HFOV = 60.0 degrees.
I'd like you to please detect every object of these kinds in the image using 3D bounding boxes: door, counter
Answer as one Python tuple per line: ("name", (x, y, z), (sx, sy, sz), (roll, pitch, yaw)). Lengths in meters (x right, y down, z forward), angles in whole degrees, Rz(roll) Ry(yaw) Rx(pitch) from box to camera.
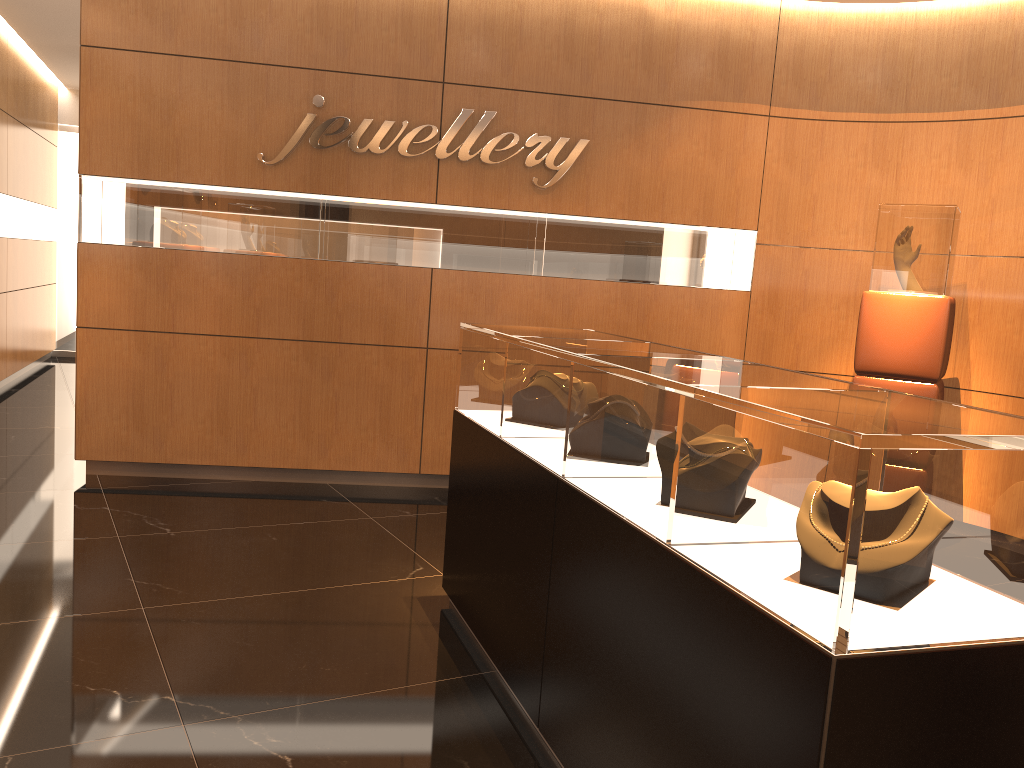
("door", (-5.374, -1.757, 11.165), (1.249, 2.882, 0.134), (2, 7, -19))
("counter", (0.413, 0.499, 2.768), (0.615, 1.173, 2.514), (2, 7, -19))

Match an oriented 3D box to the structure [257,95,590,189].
("structure", (-0.527, -1.507, 5.528), (2.050, 0.442, 0.034), (3, 7, -8))

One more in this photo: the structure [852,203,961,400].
("structure", (2.301, -0.035, 5.270), (0.498, 2.000, 0.484), (8, 8, 29))
